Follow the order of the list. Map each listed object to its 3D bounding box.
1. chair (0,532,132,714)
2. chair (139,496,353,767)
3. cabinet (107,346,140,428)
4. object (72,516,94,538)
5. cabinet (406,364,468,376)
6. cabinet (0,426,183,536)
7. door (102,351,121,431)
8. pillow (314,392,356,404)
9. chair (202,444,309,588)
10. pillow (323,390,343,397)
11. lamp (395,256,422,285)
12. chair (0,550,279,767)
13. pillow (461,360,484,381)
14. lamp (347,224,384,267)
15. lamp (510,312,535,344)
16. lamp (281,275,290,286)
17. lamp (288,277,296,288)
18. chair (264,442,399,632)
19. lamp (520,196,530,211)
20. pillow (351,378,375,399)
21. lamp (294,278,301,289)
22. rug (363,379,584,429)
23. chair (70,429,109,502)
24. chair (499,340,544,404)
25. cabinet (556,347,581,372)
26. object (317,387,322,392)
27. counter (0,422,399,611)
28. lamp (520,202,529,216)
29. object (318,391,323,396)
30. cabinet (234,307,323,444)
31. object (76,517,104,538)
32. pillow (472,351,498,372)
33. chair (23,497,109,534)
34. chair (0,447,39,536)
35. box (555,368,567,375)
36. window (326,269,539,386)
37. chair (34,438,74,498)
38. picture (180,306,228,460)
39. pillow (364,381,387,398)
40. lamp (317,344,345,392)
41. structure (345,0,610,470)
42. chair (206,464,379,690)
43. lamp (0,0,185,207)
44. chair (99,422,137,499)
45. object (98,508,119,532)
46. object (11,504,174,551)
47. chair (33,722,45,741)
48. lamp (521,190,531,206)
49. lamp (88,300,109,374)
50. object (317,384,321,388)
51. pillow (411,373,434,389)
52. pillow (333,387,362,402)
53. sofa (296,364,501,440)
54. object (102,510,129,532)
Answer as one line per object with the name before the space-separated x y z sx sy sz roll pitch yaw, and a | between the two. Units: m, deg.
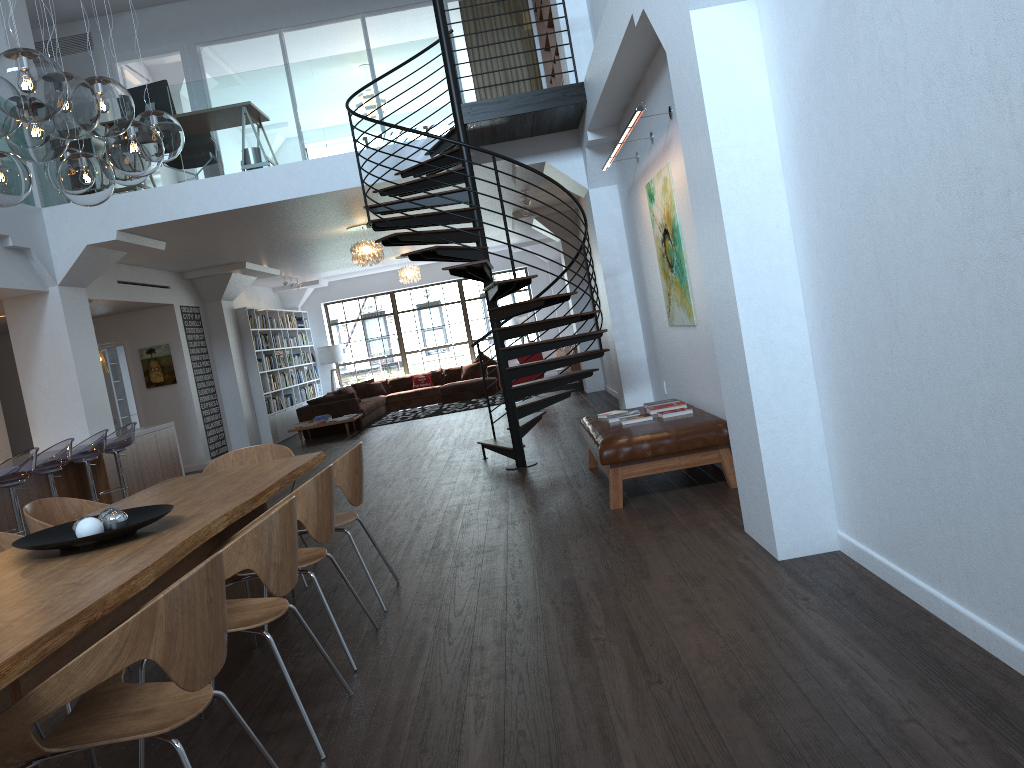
chair | -2.189 1.031 3.929 0.618 0.833 0.629 -10 4 1
chair | -0.992 0.866 3.159 0.618 0.833 0.629 -10 4 1
cabinet | -6.946 0.085 14.687 0.527 2.991 2.630 -10 4 1
object | -1.681 0.571 3.502 0.100 0.100 0.100 -6 5 45
cabinet | -1.578 -0.010 19.804 1.520 0.625 0.350 -10 4 1
cabinet | -4.665 1.152 9.028 0.898 0.796 4.493 -10 4 1
door | -6.641 0.548 14.064 0.826 2.032 0.174 -10 4 1
pillow | -3.065 0.367 15.566 0.750 0.364 0.289 -10 4 0
chair | -1.579 0.822 5.450 0.629 0.833 0.618 -10 4 -4
pillow | -3.110 0.315 15.829 0.269 0.411 0.559 -14 5 -43
lamp | -2.001 -2.215 17.175 0.441 0.539 0.442 -7 5 43
chair | -1.004 0.919 2.381 0.618 0.833 0.629 -10 4 1
pillow | -0.849 -0.278 18.771 0.542 0.362 0.248 -9 4 21
lamp | -1.997 -1.886 12.125 0.441 0.539 0.442 -7 5 43
lamp | 0.330 -0.825 19.583 0.545 1.579 0.545 -9 4 12
lamp | -4.289 -1.951 16.759 0.111 0.211 0.120 -8 4 35
lamp | -4.289 -1.984 17.264 0.120 0.211 0.111 -13 5 -40
chair | -1.006 0.767 4.688 0.617 0.830 0.629 -10 4 1
lamp | 0.186 -2.447 12.043 0.120 0.211 0.111 -13 5 -40
pillow | -3.097 0.121 18.870 0.580 0.418 0.334 -12 4 -26
lamp | -4.289 -2.017 17.781 0.120 0.211 0.111 -12 4 -25
rug | -0.591 0.323 16.810 4.200 0.007 3.100 -10 4 2
chair | -3.952 0.965 8.338 0.481 1.014 0.530 -10 4 -1
chair | 0.167 -0.187 14.751 0.801 1.006 0.798 -8 4 26
cabinet | 1.222 -0.496 17.376 0.459 0.350 4.501 -10 4 1
object | -4.365 0.155 19.435 0.331 0.088 0.410 -10 4 1
counter | -3.767 1.074 7.396 3.039 0.860 8.182 -12 4 -29
lamp | 0.186 -2.480 12.548 0.111 0.211 0.120 -8 4 35
object | -4.350 0.242 19.441 0.331 0.088 0.410 -10 4 1
cabinet | -4.532 -0.232 17.388 0.461 2.414 4.500 -10 4 1
object | -1.625 0.564 3.415 0.100 0.100 0.100 -6 5 45
pillow | -0.661 -0.406 18.928 0.651 0.587 0.335 -12 4 -20
chair | -2.172 0.977 4.707 0.618 0.833 0.629 -10 4 -1
chair | -3.940 1.046 7.071 0.481 1.014 0.530 -10 4 3
box | 1.104 -0.257 19.780 0.228 0.165 0.368 -10 4 1
window | -1.804 -1.286 20.267 4.648 1.905 0.114 -10 4 1
chair | -3.968 1.009 7.702 0.481 1.014 0.530 -10 4 -1
picture | -4.790 -0.041 13.848 0.021 2.380 0.800 -10 4 1
pillow | -2.906 0.111 18.773 0.489 0.337 0.238 -12 4 -30
lamp | -3.915 -0.071 19.733 0.545 1.579 0.545 -11 4 -10
structure | -0.296 -1.375 8.130 1.998 4.352 1.998 -13 5 -39
chair | -1.012 0.820 3.922 0.618 0.833 0.629 -10 4 2
lamp | -2.076 -1.832 3.665 0.849 2.140 1.787 -10 4 0
chair | -3.953 0.924 8.967 0.481 1.014 0.530 -10 4 3
object | -1.616 0.549 3.575 0.100 0.100 0.100 -6 5 45
object | -1.641 0.586 3.510 0.592 0.066 0.592 -13 5 -41
chair | -2.188 1.080 3.167 0.618 0.833 0.629 -10 4 1
lamp | 0.186 -2.413 11.526 0.120 0.211 0.111 -12 4 -25
lamp | -5.041 -0.562 10.713 0.149 0.900 0.149 -6 5 45
object | -4.388 0.070 19.429 0.316 0.088 0.410 -10 4 1
pillow | -1.909 -0.061 18.904 0.465 0.308 0.220 -10 4 -3
pillow | -3.213 0.263 17.257 0.325 0.391 0.625 -9 4 17
sofa | -1.983 0.205 17.312 3.481 0.664 4.197 -10 4 1
object | -1.560 0.545 3.490 0.100 0.100 0.100 -6 5 45
